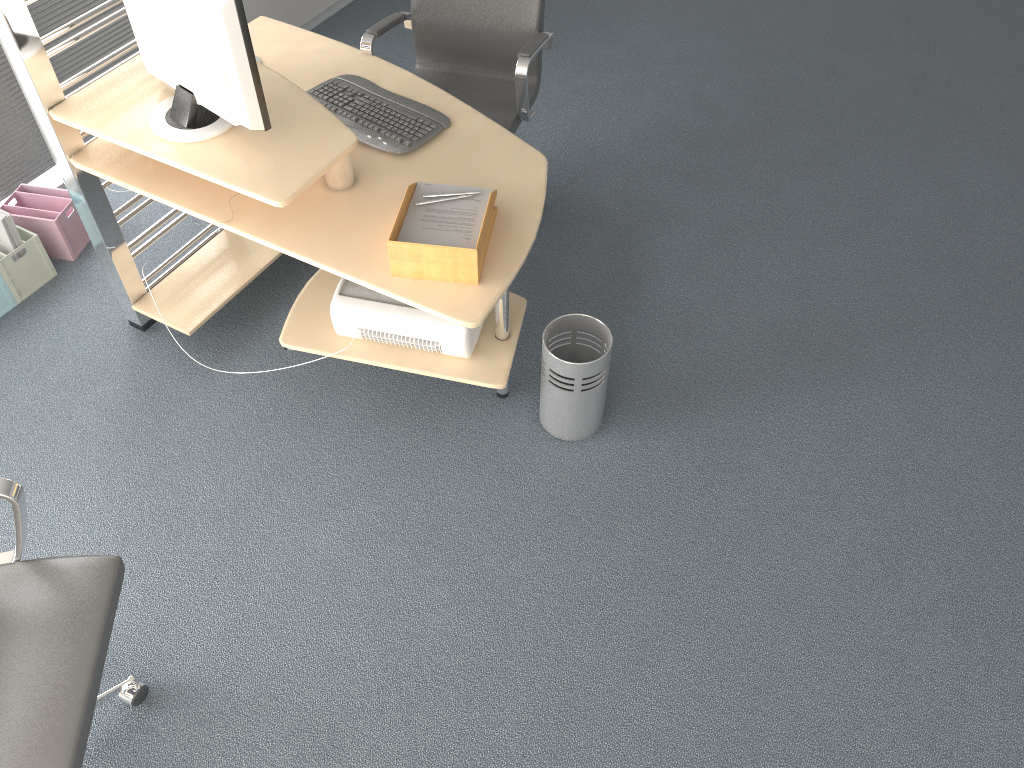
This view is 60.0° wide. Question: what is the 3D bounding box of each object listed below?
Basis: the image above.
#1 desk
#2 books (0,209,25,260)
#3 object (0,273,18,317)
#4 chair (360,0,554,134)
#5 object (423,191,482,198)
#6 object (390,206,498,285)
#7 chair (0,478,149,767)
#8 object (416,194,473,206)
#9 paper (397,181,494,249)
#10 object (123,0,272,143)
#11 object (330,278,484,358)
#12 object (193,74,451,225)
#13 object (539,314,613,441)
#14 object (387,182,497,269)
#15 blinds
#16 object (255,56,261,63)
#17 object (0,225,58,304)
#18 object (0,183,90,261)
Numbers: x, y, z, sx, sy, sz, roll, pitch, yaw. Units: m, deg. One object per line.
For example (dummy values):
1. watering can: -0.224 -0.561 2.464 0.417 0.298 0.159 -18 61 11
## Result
1. desk: -0.494 -0.760 2.623 1.469 1.566 0.967 23 53 19
2. books: -1.859 -0.514 3.224 0.220 0.306 0.068 23 53 19
3. object: -1.958 -0.337 3.163 0.245 0.202 0.185 23 53 19
4. chair: -0.182 -1.055 3.221 0.584 1.048 0.652 12 50 10
5. object: -0.158 -0.506 2.368 0.159 0.009 0.008 -5 49 -5
6. object: -0.174 -0.398 2.337 0.225 0.060 0.309 7 49 5
7. chair: -1.171 0.586 1.799 0.652 1.048 0.584 -4 49 -3
8. object: -0.178 -0.489 2.353 0.159 0.009 0.008 -12 50 -10
9. paper: -0.174 -0.424 2.308 0.210 0.010 0.297 7 49 5
10. object: -0.885 -0.883 2.307 0.245 0.418 0.516 -31 56 -24
11. object: -0.299 -0.278 2.761 0.438 0.162 0.351 11 50 9
12. object: -0.597 -0.662 2.619 0.478 0.082 0.814 30 55 23
13. object: 0.194 -0.014 2.777 0.208 0.377 0.208 -13 50 -11
14. object: -0.174 -0.435 2.295 0.225 0.060 0.309 7 49 5
15. blinds: -1.886 -1.807 2.606 0.022 2.770 1.950 23 53 19
16. object: -0.900 -1.067 2.934 0.132 0.026 0.132 23 53 19
17. object: -1.867 -0.459 3.269 0.245 0.202 0.185 23 53 19
18. object: -1.780 -0.617 3.406 0.245 0.202 0.185 9 50 7
